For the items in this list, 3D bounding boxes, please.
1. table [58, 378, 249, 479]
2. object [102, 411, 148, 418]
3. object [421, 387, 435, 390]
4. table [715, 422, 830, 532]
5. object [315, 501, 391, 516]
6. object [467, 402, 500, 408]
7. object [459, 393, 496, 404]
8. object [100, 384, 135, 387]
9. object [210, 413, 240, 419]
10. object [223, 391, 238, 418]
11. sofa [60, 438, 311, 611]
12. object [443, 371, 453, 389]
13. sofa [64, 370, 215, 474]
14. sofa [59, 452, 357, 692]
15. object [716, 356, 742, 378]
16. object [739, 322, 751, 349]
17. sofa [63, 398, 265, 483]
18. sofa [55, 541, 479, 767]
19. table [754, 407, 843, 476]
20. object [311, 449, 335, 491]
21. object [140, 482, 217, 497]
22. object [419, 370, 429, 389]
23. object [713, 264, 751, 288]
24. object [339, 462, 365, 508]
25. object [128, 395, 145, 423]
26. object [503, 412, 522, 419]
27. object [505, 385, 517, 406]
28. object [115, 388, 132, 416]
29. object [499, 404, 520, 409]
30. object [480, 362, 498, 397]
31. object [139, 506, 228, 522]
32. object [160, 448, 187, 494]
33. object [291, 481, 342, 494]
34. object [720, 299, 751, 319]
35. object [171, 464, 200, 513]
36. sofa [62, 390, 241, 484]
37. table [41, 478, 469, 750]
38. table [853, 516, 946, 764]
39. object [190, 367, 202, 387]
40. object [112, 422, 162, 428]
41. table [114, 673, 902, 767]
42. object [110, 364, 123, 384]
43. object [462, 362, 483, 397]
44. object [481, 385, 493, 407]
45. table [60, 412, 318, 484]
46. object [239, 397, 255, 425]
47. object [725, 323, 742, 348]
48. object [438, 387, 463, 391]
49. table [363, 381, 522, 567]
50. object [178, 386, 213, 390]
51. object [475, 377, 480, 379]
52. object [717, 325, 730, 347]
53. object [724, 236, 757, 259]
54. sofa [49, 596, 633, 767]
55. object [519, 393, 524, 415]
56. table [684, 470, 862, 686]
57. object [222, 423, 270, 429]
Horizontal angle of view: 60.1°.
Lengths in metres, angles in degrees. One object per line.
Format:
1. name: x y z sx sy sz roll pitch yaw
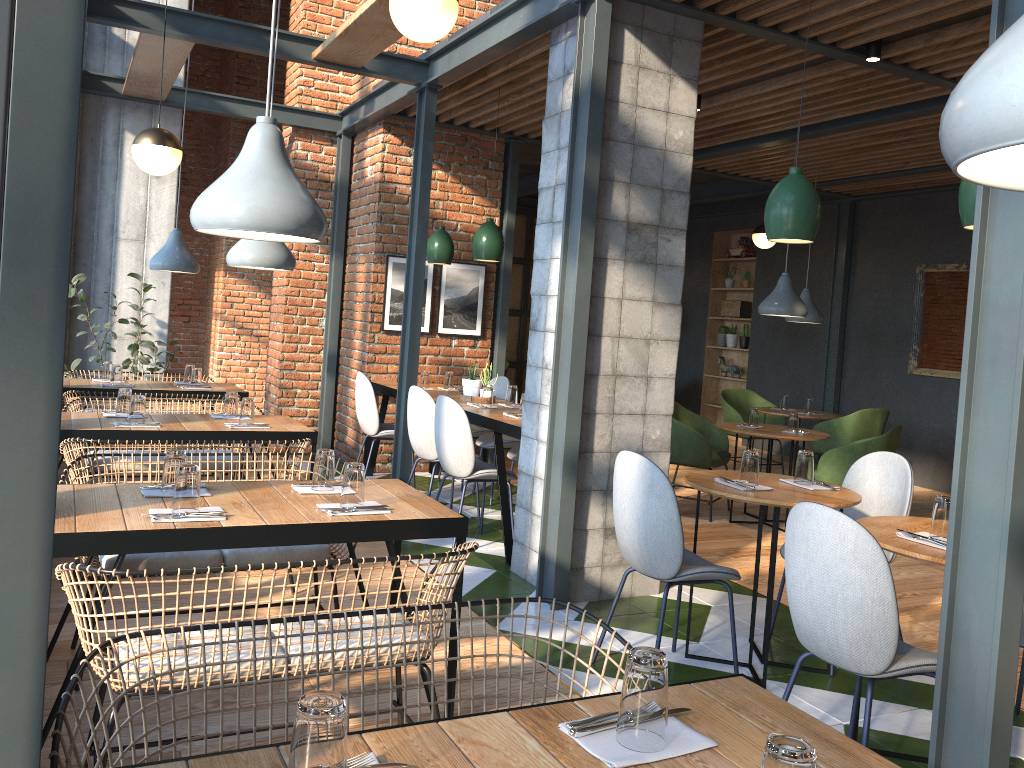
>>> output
1. table: -2.600 0.358 6.283 1.270 0.705 0.660 2 3 -27
2. object: -2.006 0.157 4.624 0.242 0.019 0.158 2 5 -27
3. object: -0.714 0.026 6.898 0.157 0.019 0.243 2 5 -28
4. table: 1.877 0.675 6.492 0.807 0.686 0.809 4 3 4
5. object: -0.516 0.393 2.835 0.242 0.019 0.158 2 5 -28
6. object: -0.196 0.139 5.859 0.157 0.019 0.243 2 5 -27
7. object: -0.240 0.100 6.164 0.254 0.046 0.251 7 5 37
8. object: -2.704 0.005 6.038 0.242 0.019 0.158 2 5 -28
9. object: -1.528 0.174 4.864 0.242 0.019 0.158 2 4 -25
10. object: -1.533 0.110 4.833 0.080 0.138 0.080 6 3 38
11. sofa: -1.480 0.585 4.063 1.090 0.732 0.472 2 3 -27
12. object: -0.499 -0.030 6.978 0.080 0.138 0.080 6 3 36
13. sofa: -2.853 0.290 6.788 1.090 0.732 0.472 2 3 -27
14. sofa: -1.131 0.661 3.370 1.090 0.732 0.472 2 3 -27
15. object: 2.809 -0.219 11.466 0.150 0.257 0.523 3 4 -27
16. object: 2.951 -0.618 11.211 0.143 0.349 0.144 4 2 -10
17. sofa: -1.988 0.476 5.070 1.090 0.732 0.472 2 3 -27
18. sofa: -0.623 0.770 2.363 1.090 0.732 0.472 2 3 -27
19. table: 2.629 0.603 8.248 0.808 0.686 0.808 5 3 22
20. object: -0.656 0.298 3.092 0.080 0.138 0.080 6 3 38
21. object: -1.092 0.346 2.911 0.242 0.019 0.158 2 5 -26
22. object: -0.679 -0.037 6.889 0.080 0.138 0.080 4 2 -5
23. object: 2.863 -1.401 11.454 0.538 0.329 0.174 7 4 42
24. object: -0.512 0.325 2.860 0.080 0.138 0.080 4 2 -5
25. object: -1.832 0.124 4.333 0.080 0.138 0.080 6 3 38
26. object: 0.050 0.190 5.392 0.157 0.019 0.243 2 5 -27
27. object: 0.000 0.078 5.979 0.080 0.138 0.080 5 2 26
28. object: -2.009 0.093 4.592 0.080 0.138 0.080 3 2 -24
29. object: 0.026 0.146 5.972 0.157 0.019 0.243 2 5 -27
30. object: -0.171 -0.012 6.120 0.115 0.282 0.128 3 2 -31
31. object: -0.964 0.378 2.602 0.242 0.019 0.158 2 4 -24
32. object: -1.096 0.282 2.879 0.080 0.138 0.080 6 3 37
33. object: -0.651 0.363 3.123 0.242 0.019 0.158 2 5 -25
34. object: 2.893 -0.970 11.461 0.199 0.241 0.341 3 4 -32
35. object: -0.962 0.310 2.625 0.080 0.138 0.080 5 2 29
36. sofa: -2.346 0.399 5.781 1.090 0.732 0.472 2 3 -27
37. table: -0.878 0.728 2.866 1.270 0.705 0.660 2 3 -27
38. table: 1.436 0.876 2.851 0.700 0.746 0.700 5 3 15
39. object: -2.242 -0.047 6.294 0.080 0.138 0.080 6 3 36
40. object: -1.834 0.192 4.310 0.242 0.019 0.158 2 4 -25
41. table: -0.001 0.917 1.128 1.270 0.705 0.660 2 3 -27
42. object: -2.704 -0.063 6.060 0.080 0.138 0.080 4 2 5
43. object: -0.277 -0.022 6.189 0.146 0.276 0.145 6 3 44
44. object: -0.161 0.075 5.849 0.080 0.138 0.080 4 2 -4
45. table: -1.736 0.544 4.569 1.270 0.705 0.660 2 3 -27
46. object: -1.364 0.141 4.569 0.080 0.138 0.080 3 2 -25
47. object: 2.841 -0.631 11.424 0.213 0.329 0.233 3 2 -21
48. object: -0.473 0.038 6.971 0.157 0.019 0.243 2 5 -27
49. table: -0.296 0.501 6.184 0.657 0.764 2.781 3 4 -27
50. object: -2.248 0.021 6.270 0.242 0.019 0.158 2 5 -27
51. object: -0.270 0.022 6.479 0.080 0.138 0.080 6 3 36
52. object: 2.776 -0.634 11.632 0.190 0.295 0.173 6 3 37
53. object: 2.954 -1.748 11.393 0.204 0.284 0.518 3 4 -27
54. sofa: -0.251 0.850 1.625 1.090 0.732 0.472 2 3 -27
55. object: 0.085 0.127 5.382 0.080 0.138 0.080 5 2 26
56. table: 1.036 0.790 3.646 0.699 0.746 0.701 3 3 -17
57. object: -1.369 0.209 4.545 0.242 0.019 0.158 2 5 -28
